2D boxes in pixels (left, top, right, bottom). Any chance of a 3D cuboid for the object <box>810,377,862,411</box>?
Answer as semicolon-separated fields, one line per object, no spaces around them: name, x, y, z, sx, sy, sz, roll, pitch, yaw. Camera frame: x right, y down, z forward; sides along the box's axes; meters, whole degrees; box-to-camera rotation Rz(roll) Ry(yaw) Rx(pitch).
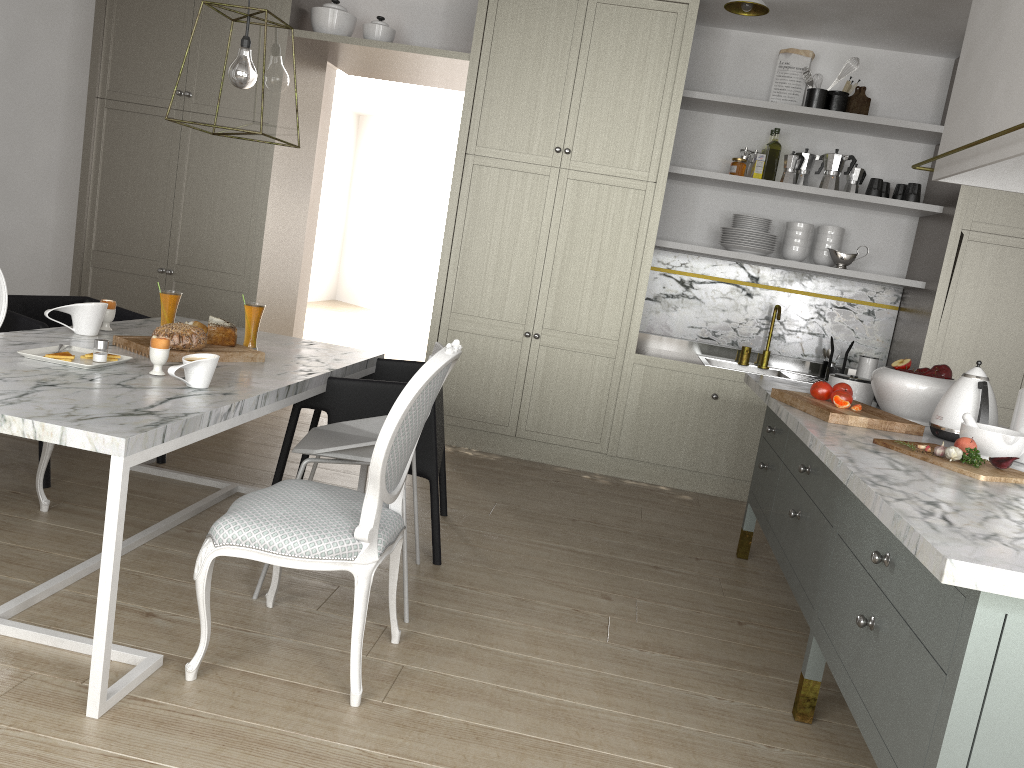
object;0.997;0.027;2.686;0.135;0.079;0.194;9;8;-5

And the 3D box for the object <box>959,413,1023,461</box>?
object;1.233;0.138;2.285;0.159;0.110;0.172;3;11;-38

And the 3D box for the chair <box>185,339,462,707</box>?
chair;-0.424;0.261;2.123;0.505;0.833;0.480;10;8;4

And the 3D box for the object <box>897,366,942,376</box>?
object;1.288;-0.018;2.819;0.135;0.074;0.154;10;8;2

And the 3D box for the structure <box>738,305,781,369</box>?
structure;1.317;-0.259;4.708;0.167;0.347;0.195;11;9;14

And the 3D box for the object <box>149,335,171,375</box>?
object;-0.925;-0.076;2.324;0.050;0.101;0.050;11;9;13

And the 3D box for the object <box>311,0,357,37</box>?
object;-0.938;-1.904;4.652;0.241;0.214;0.243;11;9;11

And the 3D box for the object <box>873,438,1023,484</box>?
object;1.069;0.184;2.133;0.220;0.012;0.330;6;9;-23

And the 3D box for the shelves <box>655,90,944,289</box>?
shelves;1.467;-0.990;4.566;1.339;0.775;0.352;10;8;7

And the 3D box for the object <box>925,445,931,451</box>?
object;1.012;0.157;2.152;0.013;0.017;0.030;12;9;15

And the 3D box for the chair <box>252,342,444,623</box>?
chair;-0.450;0.233;2.613;0.439;0.745;0.470;9;8;-3

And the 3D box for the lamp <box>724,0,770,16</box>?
lamp;1.041;-1.704;3.895;0.197;0.130;0.197;17;11;41

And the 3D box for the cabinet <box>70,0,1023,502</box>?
cabinet;0.445;-0.791;4.849;5.433;2.377;0.947;10;8;7

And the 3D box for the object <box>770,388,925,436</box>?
object;1.002;0.081;2.688;0.290;0.030;0.400;8;9;-8

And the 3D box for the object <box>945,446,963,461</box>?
object;1.033;0.163;2.073;0.037;0.036;0.035;9;8;-5

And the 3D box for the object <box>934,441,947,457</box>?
object;1.024;0.154;2.111;0.034;0.037;0.033;7;9;-15

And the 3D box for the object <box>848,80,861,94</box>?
object;1.694;-1.452;4.497;0.106;0.191;0.016;12;9;16

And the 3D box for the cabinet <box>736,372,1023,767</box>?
cabinet;1.148;0.529;2.422;0.870;0.721;2.360;10;8;7

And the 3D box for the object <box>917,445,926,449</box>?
object;1.009;0.155;2.189;0.015;0.010;0.028;6;9;-19

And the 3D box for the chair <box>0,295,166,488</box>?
chair;-1.720;-0.010;3.357;0.609;0.597;0.569;13;9;21

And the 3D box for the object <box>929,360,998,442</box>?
object;1.296;0.049;2.519;0.178;0.236;0.204;17;11;43

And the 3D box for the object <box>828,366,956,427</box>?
object;1.293;0.026;2.938;0.364;0.156;0.491;7;9;-17

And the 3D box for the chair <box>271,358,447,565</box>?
chair;-0.496;0.224;3.141;0.609;0.597;0.569;9;8;-3

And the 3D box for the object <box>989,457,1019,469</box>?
object;1.142;0.180;2.069;0.049;0.039;0.057;10;8;3

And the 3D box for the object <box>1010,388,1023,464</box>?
object;1.411;0.110;2.329;0.174;0.208;0.174;13;9;24

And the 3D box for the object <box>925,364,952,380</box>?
object;1.333;-0.017;2.780;0.071;0.091;0.167;15;10;32

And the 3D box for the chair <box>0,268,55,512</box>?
chair;-1.726;-0.045;2.735;0.505;0.833;0.480;16;11;38

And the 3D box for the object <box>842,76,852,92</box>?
object;1.664;-1.447;4.477;0.023;0.201;0.083;5;10;-28

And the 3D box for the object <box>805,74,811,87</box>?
object;1.532;-1.476;4.521;0.098;0.199;0.059;13;9;25

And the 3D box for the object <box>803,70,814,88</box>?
object;1.512;-1.465;4.442;0.132;0.185;0.039;9;8;-3

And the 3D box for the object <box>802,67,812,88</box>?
object;1.492;-1.517;4.464;0.085;0.148;0.050;11;9;9

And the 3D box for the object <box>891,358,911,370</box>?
object;1.261;-0.063;2.873;0.054;0.048;0.061;4;10;-30

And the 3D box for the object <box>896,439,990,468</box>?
object;1.036;0.158;2.130;0.224;0.058;0.116;17;11;42

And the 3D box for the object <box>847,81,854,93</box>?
object;1.684;-1.448;4.516;0.079;0.202;0.023;7;9;-13

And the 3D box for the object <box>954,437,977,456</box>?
object;1.113;0.155;2.162;0.090;0.051;0.050;4;10;-30

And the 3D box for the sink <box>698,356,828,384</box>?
sink;1.402;0.036;4.589;0.877;0.174;0.475;10;8;7

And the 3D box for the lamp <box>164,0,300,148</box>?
lamp;-0.777;-1.321;2.696;0.584;1.108;0.584;13;9;21

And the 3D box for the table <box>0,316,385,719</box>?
table;-1.088;0.200;2.660;0.870;0.583;1.781;10;8;7

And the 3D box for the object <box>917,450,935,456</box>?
object;1.002;0.163;2.136;0.059;0.008;0.043;2;11;-41

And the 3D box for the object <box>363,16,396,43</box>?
object;-0.695;-1.833;4.627;0.174;0.161;0.176;11;9;11
